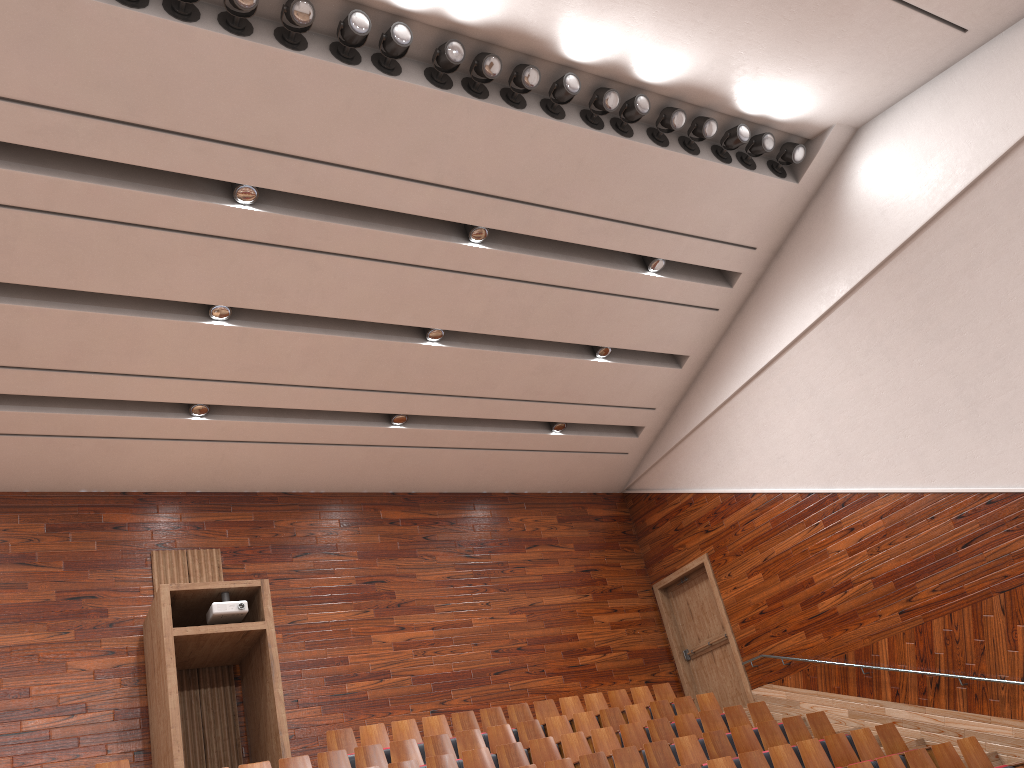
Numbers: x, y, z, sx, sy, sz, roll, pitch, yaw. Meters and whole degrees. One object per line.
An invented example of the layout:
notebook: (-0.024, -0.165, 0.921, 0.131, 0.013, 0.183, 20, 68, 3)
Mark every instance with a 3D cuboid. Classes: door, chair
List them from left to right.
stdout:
chair: (-0.071, 0.328, 0.542, 1.185, 0.356, 0.807, 4, -32, -30)
door: (0.301, 0.399, 1.361, 0.024, 0.228, 0.146, 0, -28, -31)

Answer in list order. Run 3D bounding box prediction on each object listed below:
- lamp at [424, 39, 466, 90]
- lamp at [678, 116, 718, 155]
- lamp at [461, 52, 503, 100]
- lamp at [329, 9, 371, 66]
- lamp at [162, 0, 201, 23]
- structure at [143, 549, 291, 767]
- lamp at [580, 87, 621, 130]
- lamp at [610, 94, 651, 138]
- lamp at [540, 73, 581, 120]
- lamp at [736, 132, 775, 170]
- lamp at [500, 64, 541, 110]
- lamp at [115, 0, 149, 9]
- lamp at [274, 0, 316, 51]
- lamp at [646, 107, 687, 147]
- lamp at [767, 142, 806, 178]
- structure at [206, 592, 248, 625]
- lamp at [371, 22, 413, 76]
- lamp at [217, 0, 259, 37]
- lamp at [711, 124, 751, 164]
lamp: (-0.062, -0.307, 0.834, 0.031, 0.029, 0.047, 2, -30, -30)
lamp: (0.214, -0.286, 0.998, 0.031, 0.030, 0.047, 2, -30, -30)
lamp: (-0.027, -0.304, 0.855, 0.031, 0.030, 0.047, 2, -30, -30)
lamp: (-0.143, -0.313, 0.787, 0.031, 0.029, 0.046, 2, -30, -30)
lamp: (-0.265, -0.322, 0.714, 0.031, 0.029, 0.046, 2, -30, -30)
structure: (-0.346, 0.314, 1.003, 0.117, 0.313, 0.150, 1, -28, -31)
lamp: (0.095, -0.295, 0.928, 0.031, 0.030, 0.047, 2, -30, -30)
lamp: (0.130, -0.292, 0.948, 0.031, 0.029, 0.046, 2, -30, -30)
lamp: (0.052, -0.298, 0.902, 0.031, 0.029, 0.046, 2, -30, -30)
lamp: (0.292, -0.280, 1.044, 0.031, 0.029, 0.047, 2, -30, -30)
lamp: (0.011, -0.301, 0.877, 0.031, 0.030, 0.047, 2, -30, -30)
lamp: (-0.299, -0.324, 0.693, 0.031, 0.029, 0.047, 2, -30, -30)
lamp: (-0.186, -0.316, 0.761, 0.031, 0.030, 0.047, 2, -30, -30)
lamp: (0.174, -0.289, 0.974, 0.031, 0.030, 0.047, 2, -30, -30)
lamp: (0.337, -0.277, 1.071, 0.031, 0.030, 0.047, 2, -30, -30)
structure: (-0.319, 0.247, 0.982, 0.038, 0.030, 0.043, 2, -30, -30)
lamp: (-0.108, -0.310, 0.807, 0.031, 0.029, 0.046, 2, -30, -30)
lamp: (-0.227, -0.319, 0.736, 0.031, 0.030, 0.047, 2, -30, -30)
lamp: (0.257, -0.282, 1.024, 0.031, 0.029, 0.046, 2, -30, -30)
